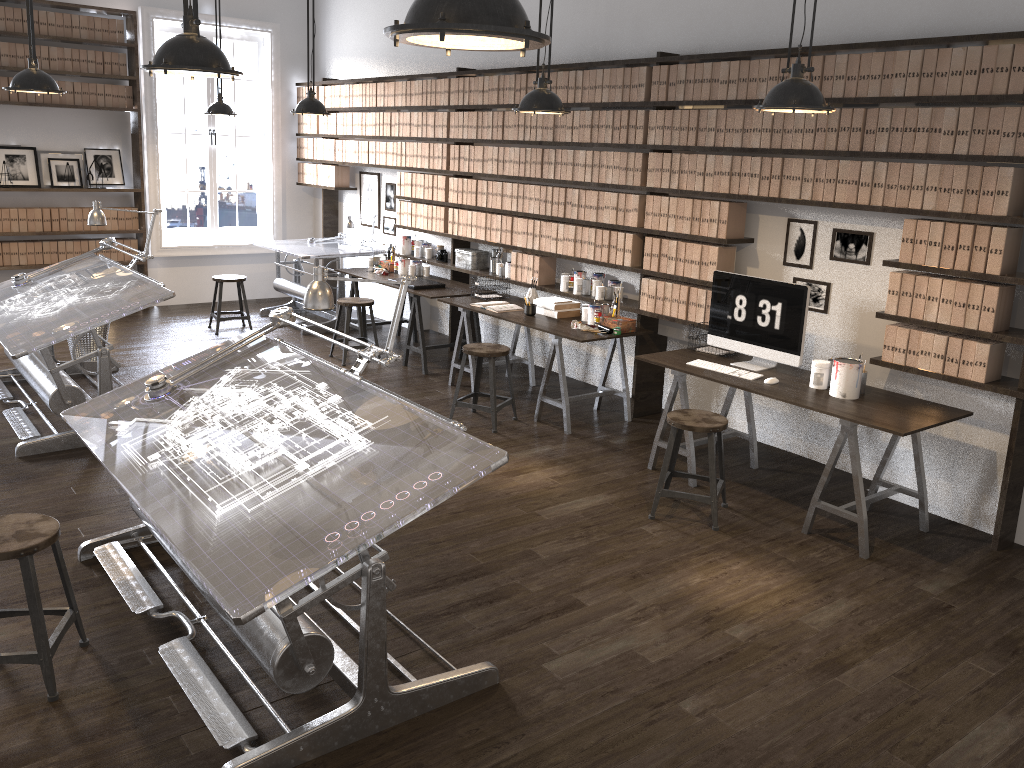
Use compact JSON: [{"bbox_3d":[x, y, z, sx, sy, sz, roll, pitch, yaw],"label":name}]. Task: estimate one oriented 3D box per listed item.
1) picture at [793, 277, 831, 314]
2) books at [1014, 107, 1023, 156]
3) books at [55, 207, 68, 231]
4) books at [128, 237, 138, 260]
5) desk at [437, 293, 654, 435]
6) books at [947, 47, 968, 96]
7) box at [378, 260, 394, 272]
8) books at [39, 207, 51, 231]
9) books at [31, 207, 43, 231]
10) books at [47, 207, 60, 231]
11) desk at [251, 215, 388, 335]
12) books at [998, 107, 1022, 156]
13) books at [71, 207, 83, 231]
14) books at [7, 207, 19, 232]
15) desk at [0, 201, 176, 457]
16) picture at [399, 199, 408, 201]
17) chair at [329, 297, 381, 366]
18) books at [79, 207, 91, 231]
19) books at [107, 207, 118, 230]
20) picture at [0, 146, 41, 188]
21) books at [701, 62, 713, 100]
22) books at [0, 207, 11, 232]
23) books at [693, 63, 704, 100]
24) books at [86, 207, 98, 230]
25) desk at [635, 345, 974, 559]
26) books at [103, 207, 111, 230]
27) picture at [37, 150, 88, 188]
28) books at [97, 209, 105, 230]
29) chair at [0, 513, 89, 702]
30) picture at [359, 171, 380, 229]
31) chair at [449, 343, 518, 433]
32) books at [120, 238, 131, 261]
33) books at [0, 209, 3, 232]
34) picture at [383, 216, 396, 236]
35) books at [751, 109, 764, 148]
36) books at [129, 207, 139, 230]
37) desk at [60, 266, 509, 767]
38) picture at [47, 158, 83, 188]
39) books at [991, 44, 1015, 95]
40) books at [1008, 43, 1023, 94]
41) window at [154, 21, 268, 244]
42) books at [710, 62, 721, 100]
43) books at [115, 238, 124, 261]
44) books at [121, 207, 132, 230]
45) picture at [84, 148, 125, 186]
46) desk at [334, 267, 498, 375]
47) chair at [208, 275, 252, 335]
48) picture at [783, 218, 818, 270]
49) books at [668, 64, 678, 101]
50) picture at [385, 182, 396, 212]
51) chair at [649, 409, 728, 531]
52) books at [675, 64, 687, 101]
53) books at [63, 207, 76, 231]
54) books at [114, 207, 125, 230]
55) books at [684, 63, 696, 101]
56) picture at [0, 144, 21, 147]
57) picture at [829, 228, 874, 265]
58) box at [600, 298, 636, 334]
[{"bbox_3d":[1.769,-0.527,5.248,0.023,0.181,0.253,-7,17,-37],"label":"picture"},{"bbox_3d":[2.388,-1.149,4.055,0.175,0.223,0.067,-8,16,-37],"label":"books"},{"bbox_3d":[-4.523,-1.655,8.893,0.067,0.223,0.176,-7,16,-37],"label":"books"},{"bbox_3d":[-4.010,-1.426,9.356,0.067,0.223,0.176,-7,16,-37],"label":"books"},{"bbox_3d":[0.174,-0.185,6.498,0.658,0.662,1.682,-8,18,-37],"label":"desk"},{"bbox_3d":[2.184,-1.498,4.268,0.175,0.223,0.067,-8,16,-37],"label":"books"},{"bbox_3d":[-1.136,-1.103,8.269,0.138,0.082,0.213,-8,18,-37],"label":"box"},{"bbox_3d":[-4.641,-1.636,8.803,0.067,0.223,0.176,-7,16,-37],"label":"books"},{"bbox_3d":[-4.700,-1.626,8.755,0.067,0.223,0.176,-7,16,-37],"label":"books"},{"bbox_3d":[-4.579,-1.644,8.843,0.067,0.223,0.176,-7,16,-37],"label":"books"},{"bbox_3d":[-1.911,-1.179,9.049,1.074,1.086,1.279,-8,17,-37],"label":"desk"},{"bbox_3d":[2.344,-1.164,4.104,0.175,0.223,0.067,-8,16,-37],"label":"books"},{"bbox_3d":[-4.410,-1.673,8.978,0.067,0.223,0.176,-7,16,-37],"label":"books"},{"bbox_3d":[-4.864,-1.600,8.629,0.067,0.223,0.176,-7,16,-37],"label":"books"},{"bbox_3d":[-2.948,-0.545,5.937,1.080,1.371,2.299,-8,17,-37],"label":"desk"},{"bbox_3d":[-1.055,-1.733,8.794,0.023,0.181,0.253,-7,17,-37],"label":"picture"},{"bbox_3d":[-1.331,-0.454,7.539,0.359,0.522,0.375,-5,15,-29],"label":"chair"},{"bbox_3d":[-4.354,-1.682,9.021,0.067,0.223,0.176,-7,16,-37],"label":"books"},{"bbox_3d":[-4.143,-1.714,9.176,0.067,0.223,0.176,-7,16,-37],"label":"books"},{"bbox_3d":[-4.799,-2.102,8.587,0.374,0.387,0.150,-8,16,-37],"label":"picture"},{"bbox_3d":[1.251,-1.851,5.441,0.175,0.223,0.067,-8,16,-37],"label":"books"},{"bbox_3d":[-4.921,-1.592,8.590,0.067,0.223,0.176,-7,16,-37],"label":"books"},{"bbox_3d":[1.215,-1.867,5.496,0.175,0.223,0.067,-8,16,-37],"label":"books"},{"bbox_3d":[-4.297,-1.689,9.057,0.067,0.223,0.176,-7,16,-37],"label":"books"},{"bbox_3d":[1.479,0.310,4.850,0.658,0.662,1.682,-8,18,-37],"label":"desk"},{"bbox_3d":[-4.196,-1.706,9.138,0.067,0.223,0.176,-7,16,-37],"label":"books"},{"bbox_3d":[-4.502,-2.149,8.879,0.435,0.357,0.096,-8,16,-37],"label":"picture"},{"bbox_3d":[-4.247,-1.698,9.101,0.067,0.223,0.176,-7,16,-37],"label":"books"},{"bbox_3d":[-1.677,0.744,2.980,0.358,0.522,0.376,0,13,-10],"label":"chair"},{"bbox_3d":[-1.496,-1.940,9.330,0.040,0.568,0.418,-7,16,-37],"label":"picture"},{"bbox_3d":[-0.183,0.012,5.978,0.373,0.522,0.361,9,14,25],"label":"chair"},{"bbox_3d":[-4.069,-1.418,9.316,0.067,0.223,0.176,-7,16,-37],"label":"books"},{"bbox_3d":[-4.976,-1.583,8.546,0.067,0.223,0.176,-7,16,-37],"label":"books"},{"bbox_3d":[-1.250,-1.619,9.071,0.023,0.181,0.253,-7,17,-37],"label":"picture"},{"bbox_3d":[1.489,-1.490,5.189,0.175,0.223,0.067,-8,16,-37],"label":"books"},{"bbox_3d":[-3.979,-1.739,9.299,0.067,0.223,0.176,-7,16,-37],"label":"books"},{"bbox_3d":[-0.905,0.231,3.356,1.080,1.371,2.086,-8,17,-37],"label":"desk"},{"bbox_3d":[-4.468,-2.108,8.861,0.290,0.287,0.128,-8,16,-37],"label":"picture"},{"bbox_3d":[2.312,-1.450,4.108,0.175,0.223,0.067,-8,16,-37],"label":"books"},{"bbox_3d":[2.358,-1.433,4.051,0.175,0.223,0.067,-8,16,-37],"label":"books"},{"bbox_3d":[-3.261,-2.657,9.611,1.248,2.285,0.154,-7,16,-37],"label":"window"},{"bbox_3d":[1.296,-1.836,5.392,0.175,0.223,0.067,-8,16,-37],"label":"books"},{"bbox_3d":[-4.125,-1.409,9.274,0.067,0.223,0.176,-7,16,-37],"label":"books"},{"bbox_3d":[-4.035,-1.733,9.265,0.067,0.223,0.176,-7,16,-37],"label":"books"},{"bbox_3d":[-4.177,-2.225,9.082,0.344,0.360,0.162,-8,16,-37],"label":"picture"},{"bbox_3d":[-0.901,-0.594,7.856,0.658,0.662,1.682,-8,18,-37],"label":"desk"},{"bbox_3d":[-2.700,-0.765,8.482,0.359,0.522,0.375,-5,15,-29],"label":"chair"},{"bbox_3d":[1.717,-0.836,5.271,0.022,0.281,0.203,-7,16,-37],"label":"picture"},{"bbox_3d":[1.086,-1.917,5.660,0.175,0.223,0.067,-8,16,-37],"label":"books"},{"bbox_3d":[-1.231,-1.900,9.003,0.022,0.281,0.203,-7,16,-37],"label":"picture"},{"bbox_3d":[0.941,0.428,4.600,0.359,0.522,0.375,7,14,20],"label":"chair"},{"bbox_3d":[1.125,-1.899,5.603,0.175,0.223,0.067,-8,16,-37],"label":"books"},{"bbox_3d":[-4.464,-1.663,8.932,0.067,0.223,0.176,-7,16,-37],"label":"books"},{"bbox_3d":[-4.089,-1.724,9.222,0.067,0.223,0.176,-7,16,-37],"label":"books"},{"bbox_3d":[1.172,-1.884,5.551,0.175,0.223,0.067,-8,16,-37],"label":"books"},{"bbox_3d":[-4.929,-2.105,8.550,0.370,0.401,0.092,-8,16,-37],"label":"picture"},{"bbox_3d":[1.921,-0.778,5.008,0.023,0.181,0.253,-7,17,-37],"label":"picture"},{"bbox_3d":[0.711,-0.462,5.927,0.138,0.205,0.213,-7,17,-37],"label":"box"}]
